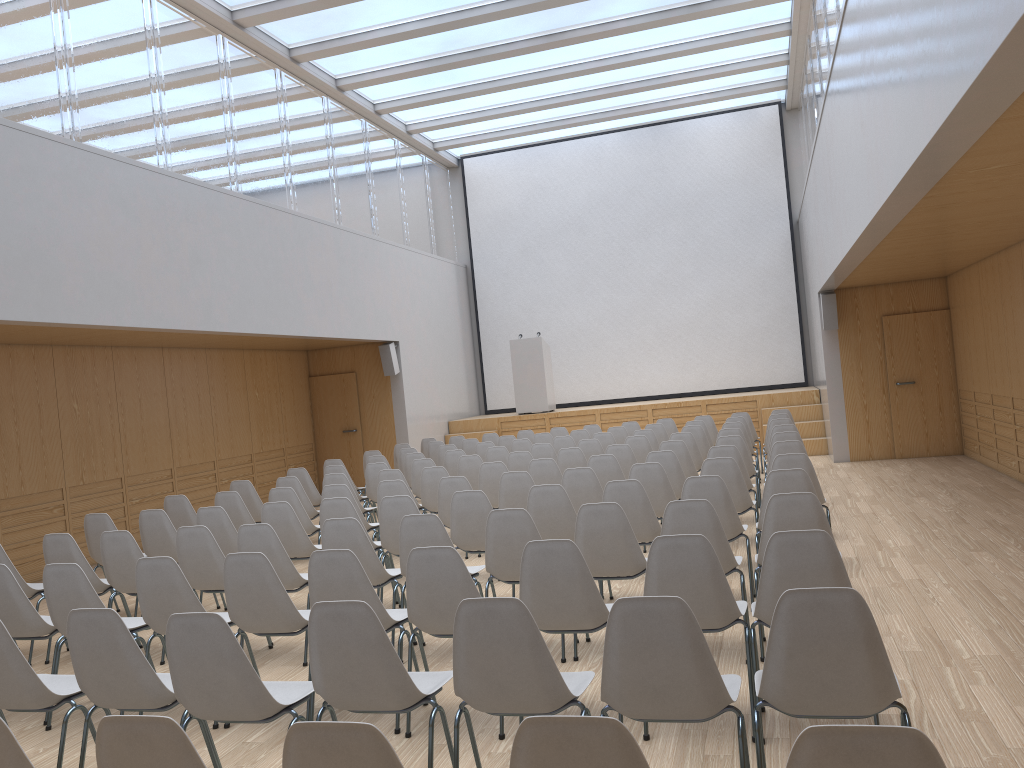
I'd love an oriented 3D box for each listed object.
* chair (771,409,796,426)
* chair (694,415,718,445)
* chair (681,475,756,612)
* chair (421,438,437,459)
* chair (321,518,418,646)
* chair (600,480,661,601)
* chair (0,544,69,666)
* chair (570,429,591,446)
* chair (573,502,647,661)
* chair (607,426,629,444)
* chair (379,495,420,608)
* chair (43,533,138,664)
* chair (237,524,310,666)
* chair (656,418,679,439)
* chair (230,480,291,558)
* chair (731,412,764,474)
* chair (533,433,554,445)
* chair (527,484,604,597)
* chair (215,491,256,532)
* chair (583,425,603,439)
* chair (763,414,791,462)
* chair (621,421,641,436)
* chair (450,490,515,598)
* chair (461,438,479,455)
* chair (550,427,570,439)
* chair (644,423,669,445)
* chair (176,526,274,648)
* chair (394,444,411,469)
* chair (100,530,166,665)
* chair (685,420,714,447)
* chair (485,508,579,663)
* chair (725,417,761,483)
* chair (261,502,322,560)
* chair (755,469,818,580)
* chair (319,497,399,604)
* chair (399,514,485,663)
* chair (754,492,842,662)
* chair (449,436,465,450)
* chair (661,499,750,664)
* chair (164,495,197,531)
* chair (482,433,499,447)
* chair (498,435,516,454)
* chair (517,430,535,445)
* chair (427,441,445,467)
[{"bbox_3d":[3.801,0.778,12.435,0.479,0.876,0.505,-5,0,16],"label":"chair"},{"bbox_3d":[2.799,0.876,12.726,0.479,0.876,0.505,-5,0,16],"label":"chair"},{"bbox_3d":[1.316,1.008,5.828,0.479,0.876,0.505,-5,0,16],"label":"chair"},{"bbox_3d":[-1.175,1.261,13.883,0.479,0.876,0.505,-5,0,16],"label":"chair"},{"bbox_3d":[-0.904,1.221,5.475,0.479,0.876,0.505,-5,0,16],"label":"chair"},{"bbox_3d":[0.831,1.055,6.012,0.479,0.876,0.505,-5,0,16],"label":"chair"},{"bbox_3d":[-3.416,1.465,6.165,0.479,0.876,0.505,-5,0,16],"label":"chair"},{"bbox_3d":[1.012,1.047,12.206,0.479,0.876,0.505,-5,0,16],"label":"chair"},{"bbox_3d":[0.587,1.077,5.071,0.479,0.876,0.505,-5,0,16],"label":"chair"},{"bbox_3d":[1.503,1.000,12.092,0.479,0.876,0.505,-5,0,16],"label":"chair"},{"bbox_3d":[-0.692,1.202,6.370,0.479,0.876,0.505,-5,0,16],"label":"chair"},{"bbox_3d":[-2.888,1.414,6.082,0.479,0.876,0.505,-5,0,16],"label":"chair"},{"bbox_3d":[-1.443,1.274,5.590,0.479,0.876,0.505,-5,0,16],"label":"chair"},{"bbox_3d":[2.291,0.925,12.893,0.479,0.876,0.505,-5,0,16],"label":"chair"},{"bbox_3d":[-2.603,1.391,9.094,0.479,0.876,0.505,-5,0,16],"label":"chair"},{"bbox_3d":[3.289,0.828,12.613,0.479,0.876,0.505,-5,0,16],"label":"chair"},{"bbox_3d":[0.522,1.095,12.306,0.479,0.876,0.505,-5,0,16],"label":"chair"},{"bbox_3d":[0.338,1.103,6.174,0.479,0.876,0.505,-5,0,16],"label":"chair"},{"bbox_3d":[-2.385,1.368,7.989,0.479,0.876,0.505,-5,0,16],"label":"chair"},{"bbox_3d":[1.263,1.024,13.153,0.479,0.876,0.505,-5,0,16],"label":"chair"},{"bbox_3d":[3.481,0.808,11.445,0.479,0.876,0.505,-5,0,16],"label":"chair"},{"bbox_3d":[1.801,0.972,12.975,0.479,0.876,0.505,-5,0,16],"label":"chair"},{"bbox_3d":[-0.188,1.154,6.266,0.479,0.876,0.505,-5,0,16],"label":"chair"},{"bbox_3d":[-0.478,1.192,12.597,0.479,0.876,0.505,-5,0,16],"label":"chair"},{"bbox_3d":[0.792,1.070,13.340,0.479,0.876,0.505,-5,0,16],"label":"chair"},{"bbox_3d":[1.982,0.953,11.923,0.479,0.876,0.505,-5,0,16],"label":"chair"},{"bbox_3d":[-1.889,1.317,5.781,0.479,0.876,0.505,-5,0,16],"label":"chair"},{"bbox_3d":[-1.469,1.288,12.957,0.479,0.876,0.505,-5,0,16],"label":"chair"},{"bbox_3d":[-2.432,1.370,5.920,0.479,0.876,0.505,-5,0,16],"label":"chair"},{"bbox_3d":[2.479,0.905,11.736,0.479,0.876,0.505,-5,0,16],"label":"chair"},{"bbox_3d":[0.087,1.125,5.187,0.479,0.876,0.505,-5,0,16],"label":"chair"},{"bbox_3d":[2.983,0.856,11.651,0.479,0.876,0.505,-5,0,16],"label":"chair"},{"bbox_3d":[-1.618,1.292,6.725,0.479,0.876,0.505,-5,0,16],"label":"chair"},{"bbox_3d":[1.819,0.959,5.753,0.479,0.876,0.505,-5,0,16],"label":"chair"},{"bbox_3d":[-1.164,1.248,6.622,0.479,0.876,0.505,-5,0,16],"label":"chair"},{"bbox_3d":[-0.419,1.174,5.314,0.479,0.876,0.505,-5,0,16],"label":"chair"},{"bbox_3d":[1.542,0.984,4.764,0.479,0.876,0.505,-5,0,16],"label":"chair"},{"bbox_3d":[-0.726,1.217,13.668,0.479,0.876,0.505,-5,0,16],"label":"chair"},{"bbox_3d":[1.031,1.034,4.870,0.479,0.876,0.505,-5,0,16],"label":"chair"},{"bbox_3d":[-2.881,1.416,8.113,0.479,0.876,0.505,-5,0,16],"label":"chair"},{"bbox_3d":[-0.220,1.168,13.563,0.479,0.876,0.505,-5,0,16],"label":"chair"},{"bbox_3d":[0.037,1.142,12.508,0.479,0.876,0.505,-5,0,16],"label":"chair"},{"bbox_3d":[0.307,1.117,13.452,0.479,0.876,0.505,-5,0,16],"label":"chair"},{"bbox_3d":[-0.972,1.239,12.783,0.479,0.876,0.505,-5,0,16],"label":"chair"}]
